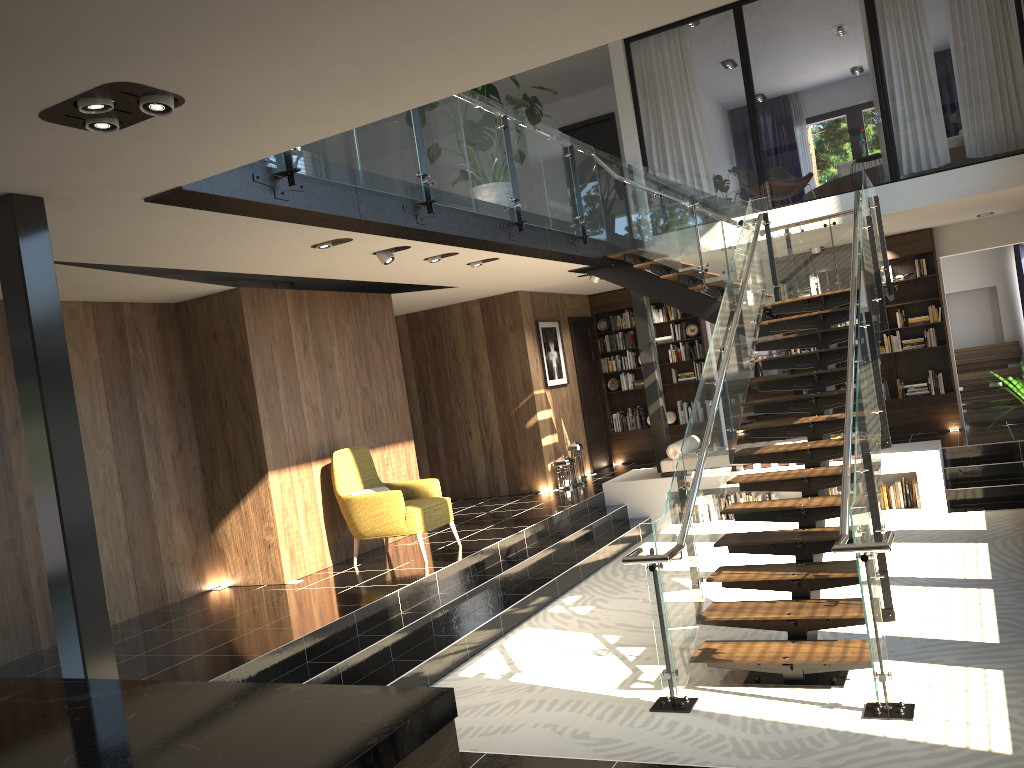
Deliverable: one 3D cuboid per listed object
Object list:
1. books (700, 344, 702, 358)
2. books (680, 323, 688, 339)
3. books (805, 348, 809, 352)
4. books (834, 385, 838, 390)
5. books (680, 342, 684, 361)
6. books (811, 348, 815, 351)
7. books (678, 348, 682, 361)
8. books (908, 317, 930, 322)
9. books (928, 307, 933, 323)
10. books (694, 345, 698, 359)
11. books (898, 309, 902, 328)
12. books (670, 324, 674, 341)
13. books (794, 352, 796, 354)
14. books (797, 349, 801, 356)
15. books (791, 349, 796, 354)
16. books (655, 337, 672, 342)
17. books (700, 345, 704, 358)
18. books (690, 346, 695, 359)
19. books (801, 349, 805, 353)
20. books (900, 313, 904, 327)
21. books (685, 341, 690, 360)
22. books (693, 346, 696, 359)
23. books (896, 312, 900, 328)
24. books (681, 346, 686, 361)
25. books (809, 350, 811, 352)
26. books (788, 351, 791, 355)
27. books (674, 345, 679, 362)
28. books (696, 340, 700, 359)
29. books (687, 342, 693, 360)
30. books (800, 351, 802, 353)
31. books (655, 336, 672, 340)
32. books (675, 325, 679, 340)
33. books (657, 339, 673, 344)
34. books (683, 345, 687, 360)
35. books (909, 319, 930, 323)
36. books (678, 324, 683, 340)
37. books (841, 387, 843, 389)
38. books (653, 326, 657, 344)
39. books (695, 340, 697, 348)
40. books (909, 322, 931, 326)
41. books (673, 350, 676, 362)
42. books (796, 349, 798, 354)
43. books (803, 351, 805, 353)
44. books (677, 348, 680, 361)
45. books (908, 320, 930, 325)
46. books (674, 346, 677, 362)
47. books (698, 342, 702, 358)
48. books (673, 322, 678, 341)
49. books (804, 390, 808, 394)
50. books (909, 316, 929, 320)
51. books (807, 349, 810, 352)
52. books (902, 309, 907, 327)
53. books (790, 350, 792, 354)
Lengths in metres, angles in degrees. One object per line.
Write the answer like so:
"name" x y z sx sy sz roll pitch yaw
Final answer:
"books" 2.844 -0.491 13.258 0.023 0.200 0.120 -8 0 27
"books" 2.593 -0.800 13.396 0.035 0.251 0.196 -8 0 27
"books" 4.203 -0.415 12.610 0.029 0.272 0.152 -8 0 27
"books" 4.567 0.153 12.490 0.036 0.302 0.186 -8 0 27
"books" 2.583 -0.491 13.391 0.020 0.281 0.152 -8 0 27
"books" 4.278 -0.401 12.567 0.030 0.222 0.189 -8 0 27
"books" 2.557 -0.444 13.385 0.032 0.195 0.182 -8 0 27
"books" 5.480 -0.869 11.942 0.260 0.020 0.167 -9 0 25
"books" 5.604 -0.925 11.870 0.026 0.219 0.156 -8 0 27
"books" 2.773 -0.484 13.282 0.020 0.209 0.147 -8 0 27
"books" 5.272 -0.895 12.044 0.023 0.261 0.145 -8 0 27
"books" 2.466 -0.788 13.475 0.023 0.264 0.218 -8 0 27
"books" 4.068 -0.357 12.672 0.028 0.199 0.175 -8 0 27
"books" 4.109 -0.394 12.649 0.029 0.258 0.181 -8 0 27
"books" 4.038 -0.395 12.686 0.028 0.282 0.168 -8 0 27
"books" 2.343 -0.684 13.563 0.266 0.030 0.209 -9 0 28
"books" 2.859 -0.491 13.233 0.026 0.196 0.169 -8 0 27
"books" 2.728 -0.471 13.337 0.060 0.196 0.119 -8 0 27
"books" 4.162 -0.386 12.637 0.028 0.227 0.136 -8 0 27
"books" 5.291 -0.865 12.019 0.026 0.196 0.147 -8 0 27
"books" 2.656 -0.501 13.349 0.037 0.277 0.179 -8 0 27
"books" 2.762 -0.473 13.309 0.026 0.190 0.121 -8 0 27
"books" 5.256 -0.871 12.057 0.024 0.219 0.174 -8 0 27
"books" 2.603 -0.463 13.371 0.027 0.219 0.139 -8 0 27
"books" 4.258 -0.384 12.592 0.033 0.193 0.172 -8 0 27
"books" 4.006 -0.362 12.737 0.025 0.227 0.156 -8 0 27
"books" 2.510 -0.466 13.414 0.021 0.253 0.167 -8 0 27
"books" 2.798 -0.523 13.262 0.016 0.278 0.201 -8 0 27
"books" 2.677 -0.497 13.331 0.016 0.262 0.155 -8 0 27
"books" 4.141 -0.373 12.649 0.022 0.207 0.130 -8 0 27
"books" 2.343 -0.709 13.571 0.264 0.021 0.189 -9 0 25
"books" 2.525 -0.782 13.429 0.025 0.235 0.231 -8 0 27
"books" 2.354 -0.653 13.575 0.239 0.033 0.176 -9 0 24
"books" 2.637 -0.478 13.379 0.030 0.239 0.146 -8 0 27
"books" 5.484 -0.849 11.944 0.259 0.020 0.167 -9 0 25
"books" 2.565 -0.789 13.428 0.047 0.238 0.225 -8 0 27
"books" 4.642 0.165 12.458 0.075 0.254 0.181 -8 0 27
"books" 2.185 -0.751 13.626 0.016 0.278 0.209 -8 0 27
"books" 2.791 -0.522 13.286 0.018 0.278 0.114 -8 1 27
"books" 5.492 -0.808 11.948 0.266 0.021 0.156 -9 0 25
"books" 2.489 -0.426 13.446 0.028 0.180 0.130 -8 0 27
"books" 4.096 -0.385 12.677 0.023 0.245 0.159 -8 0 27
"books" 4.183 -0.374 12.619 0.024 0.197 0.172 -8 0 27
"books" 2.544 -0.444 13.423 0.026 0.200 0.154 -8 0 27
"books" 5.489 -0.829 11.949 0.272 0.021 0.156 -9 0 26
"books" 2.499 -0.464 13.430 0.014 0.253 0.169 -8 0 27
"books" 2.826 -0.511 13.274 0.018 0.246 0.144 -8 0 27
"books" 2.488 -0.802 13.444 0.049 0.286 0.259 -8 0 27
"books" 4.205 0.190 12.646 0.028 0.340 0.203 -8 0 27
"books" 5.484 -0.890 11.955 0.246 0.021 0.148 -9 0 27
"books" 4.235 -0.392 12.610 0.021 0.216 0.170 -8 0 27
"books" 5.324 -0.894 12.035 0.025 0.243 0.119 -8 0 27
"books" 4.031 -0.371 12.729 0.028 0.237 0.134 -8 0 27
